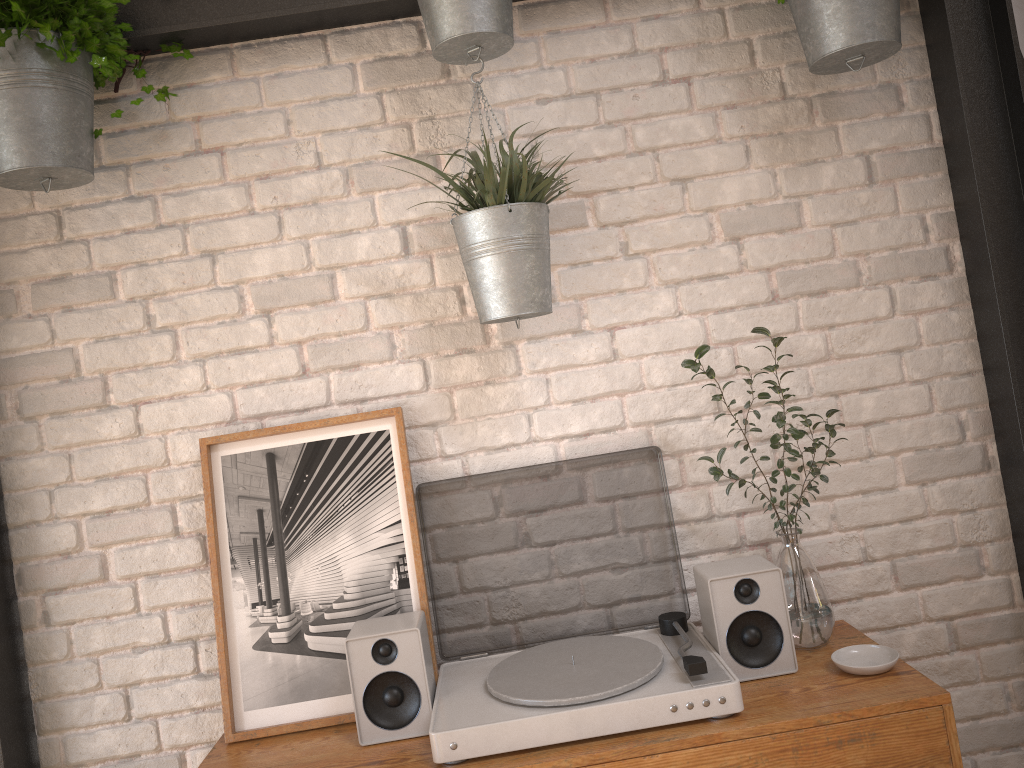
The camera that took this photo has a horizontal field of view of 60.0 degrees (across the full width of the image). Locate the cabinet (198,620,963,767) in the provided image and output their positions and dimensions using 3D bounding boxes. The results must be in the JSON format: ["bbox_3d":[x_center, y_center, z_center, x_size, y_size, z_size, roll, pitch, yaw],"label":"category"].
[{"bbox_3d":[0.139,1.061,1.564,1.265,0.965,0.455,-9,-1,-2],"label":"cabinet"}]

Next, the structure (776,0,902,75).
[{"bbox_3d":[0.620,-0.930,1.723,0.436,0.653,0.424,-10,-1,29],"label":"structure"}]

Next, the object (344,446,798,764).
[{"bbox_3d":[0.088,0.371,1.630,0.787,0.415,0.414,-9,-1,-2],"label":"object"}]

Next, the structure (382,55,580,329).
[{"bbox_3d":[-0.047,-0.366,1.713,0.359,0.535,0.384,-9,-1,8],"label":"structure"}]

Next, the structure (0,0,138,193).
[{"bbox_3d":[-0.930,-0.684,1.677,0.436,0.653,0.424,-10,-1,29],"label":"structure"}]

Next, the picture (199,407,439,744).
[{"bbox_3d":[-0.382,0.363,1.742,0.411,0.577,0.126,-9,-2,-2],"label":"picture"}]

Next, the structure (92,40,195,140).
[{"bbox_3d":[-1.036,-1.282,1.851,2.127,1.681,0.430,-9,-2,-1],"label":"structure"}]

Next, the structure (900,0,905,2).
[{"bbox_3d":[0.604,-1.705,1.921,1.306,1.873,0.457,-9,-2,-5],"label":"structure"}]

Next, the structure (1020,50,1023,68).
[{"bbox_3d":[1.474,-0.583,3.066,1.625,3.823,2.250,-9,-1,14],"label":"structure"}]

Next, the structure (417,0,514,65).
[{"bbox_3d":[-0.146,-0.916,1.718,0.385,0.608,0.347,-8,-2,-39],"label":"structure"}]

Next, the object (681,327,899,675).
[{"bbox_3d":[0.506,0.200,1.669,0.295,0.621,0.290,-9,-1,14],"label":"object"}]
